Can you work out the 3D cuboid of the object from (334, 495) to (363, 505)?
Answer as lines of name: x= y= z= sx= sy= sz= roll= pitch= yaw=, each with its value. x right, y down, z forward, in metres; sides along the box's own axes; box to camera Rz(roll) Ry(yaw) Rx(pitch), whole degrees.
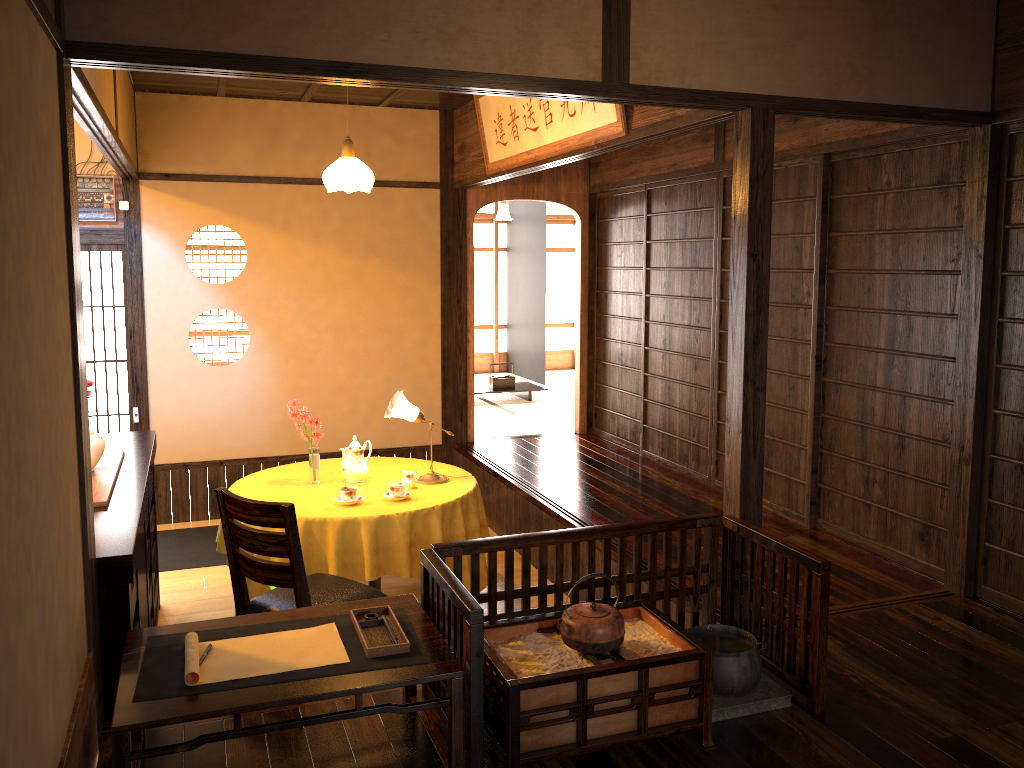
object: x=-0.806 y=0.577 z=4.376 sx=0.144 sy=0.024 sz=0.144 roll=5 pitch=9 yaw=30

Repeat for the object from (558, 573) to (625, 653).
object: x=0.247 y=0.684 z=2.705 sx=0.198 sy=0.215 sz=0.198 roll=2 pitch=7 yaw=19

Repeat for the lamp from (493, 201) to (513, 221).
lamp: x=-0.089 y=-2.107 z=9.242 sx=0.196 sy=0.796 sz=0.226 roll=-1 pitch=6 yaw=-12

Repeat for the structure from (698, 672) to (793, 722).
structure: x=0.703 y=1.017 z=2.984 sx=0.330 sy=0.040 sz=0.331 roll=-3 pitch=8 yaw=-20

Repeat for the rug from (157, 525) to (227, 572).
rug: x=-1.705 y=1.058 z=6.029 sx=2.956 sy=0.005 sz=0.904 roll=-3 pitch=8 yaw=-20

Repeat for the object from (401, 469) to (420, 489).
object: x=-0.540 y=0.499 z=4.677 sx=0.078 sy=0.097 sz=0.083 roll=6 pitch=9 yaw=39

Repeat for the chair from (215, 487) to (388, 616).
chair: x=-0.884 y=0.891 z=3.759 sx=0.491 sy=0.957 sz=0.579 roll=5 pitch=8 yaw=35

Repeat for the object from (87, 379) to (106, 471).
object: x=-1.845 y=0.174 z=3.828 sx=0.189 sy=0.377 sz=0.322 roll=-1 pitch=7 yaw=-11

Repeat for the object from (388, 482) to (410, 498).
object: x=-0.576 y=0.534 z=4.451 sx=0.090 sy=0.075 sz=0.099 roll=-5 pitch=9 yaw=-35

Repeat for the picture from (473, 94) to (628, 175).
picture: x=0.138 y=-1.567 z=5.037 sx=0.117 sy=0.563 sz=2.050 roll=-2 pitch=8 yaw=-20

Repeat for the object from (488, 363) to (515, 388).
object: x=-0.111 y=-0.097 z=9.442 sx=0.260 sy=0.257 sz=0.150 roll=-2 pitch=7 yaw=-20

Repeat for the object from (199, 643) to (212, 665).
object: x=-0.859 y=0.757 z=2.478 sx=0.012 sy=0.010 sz=0.141 roll=-1 pitch=8 yaw=-5

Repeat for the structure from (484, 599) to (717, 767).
structure: x=0.222 y=0.922 z=2.721 sx=0.666 sy=0.299 sz=0.454 roll=-3 pitch=8 yaw=-20

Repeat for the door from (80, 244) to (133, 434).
door: x=-3.932 y=0.079 z=5.819 sx=2.649 sy=1.994 sz=0.066 roll=-3 pitch=7 yaw=-20

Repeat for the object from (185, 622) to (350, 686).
object: x=-0.695 y=0.741 z=2.500 sx=0.430 sy=0.038 sz=0.276 roll=-3 pitch=8 yaw=-20

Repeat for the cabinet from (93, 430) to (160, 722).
cabinet: x=-1.787 y=0.883 z=3.753 sx=0.489 sy=0.968 sz=2.192 roll=-2 pitch=8 yaw=-20

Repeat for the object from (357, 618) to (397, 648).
object: x=-0.393 y=0.734 z=2.583 sx=0.082 sy=0.019 sz=0.201 roll=-3 pitch=8 yaw=-19

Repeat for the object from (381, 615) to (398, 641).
object: x=-0.366 y=0.728 z=2.649 sx=0.012 sy=0.012 sz=0.181 roll=-2 pitch=8 yaw=-20

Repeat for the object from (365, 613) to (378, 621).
object: x=-0.429 y=0.717 z=2.705 sx=0.040 sy=0.021 sz=0.040 roll=5 pitch=9 yaw=32

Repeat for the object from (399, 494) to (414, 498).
object: x=-0.538 y=0.561 z=4.424 sx=0.126 sy=0.019 sz=0.029 roll=-2 pitch=8 yaw=-16

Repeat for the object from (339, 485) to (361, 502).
object: x=-0.801 y=0.545 z=4.372 sx=0.099 sy=0.075 sz=0.091 roll=1 pitch=7 yaw=5

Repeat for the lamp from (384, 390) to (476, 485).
lamp: x=-0.433 y=0.618 z=4.849 sx=0.512 sy=1.199 sz=0.198 roll=-2 pitch=7 yaw=-20

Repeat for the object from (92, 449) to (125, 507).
object: x=-1.806 y=0.388 z=3.726 sx=0.267 sy=0.020 sz=1.000 roll=-3 pitch=8 yaw=-20

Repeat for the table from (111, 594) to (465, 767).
table: x=-0.642 y=0.925 z=2.554 sx=0.880 sy=0.335 sz=0.602 roll=-3 pitch=8 yaw=-20

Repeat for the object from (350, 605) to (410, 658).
object: x=-0.394 y=0.729 z=2.625 sx=0.121 sy=0.028 sz=0.296 roll=-3 pitch=8 yaw=-19

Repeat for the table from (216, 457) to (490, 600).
table: x=-0.846 y=0.878 z=4.815 sx=1.445 sy=0.693 sz=1.447 roll=-3 pitch=8 yaw=-20

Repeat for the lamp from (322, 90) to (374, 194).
lamp: x=-0.851 y=-1.399 z=4.587 sx=0.249 sy=0.807 sz=0.278 roll=0 pitch=6 yaw=2

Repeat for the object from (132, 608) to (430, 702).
object: x=-0.650 y=0.757 z=2.532 sx=0.761 sy=0.003 sz=0.406 roll=-2 pitch=8 yaw=-17

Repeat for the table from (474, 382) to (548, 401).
table: x=-0.288 y=0.098 z=9.397 sx=1.200 sy=0.118 sz=0.602 roll=-3 pitch=8 yaw=-20

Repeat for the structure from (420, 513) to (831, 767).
structure: x=0.346 y=0.796 z=2.908 sx=1.197 sy=0.498 sz=0.599 roll=-3 pitch=8 yaw=-20

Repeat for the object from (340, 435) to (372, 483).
object: x=-0.847 y=0.402 z=4.814 sx=0.163 sy=0.252 sz=0.154 roll=-1 pitch=7 yaw=-7

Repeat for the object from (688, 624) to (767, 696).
object: x=0.700 y=0.924 z=2.975 sx=0.267 sy=0.147 sz=0.267 roll=6 pitch=9 yaw=36

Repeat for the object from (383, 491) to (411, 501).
object: x=-0.578 y=0.566 z=4.458 sx=0.144 sy=0.024 sz=0.144 roll=5 pitch=9 yaw=30
